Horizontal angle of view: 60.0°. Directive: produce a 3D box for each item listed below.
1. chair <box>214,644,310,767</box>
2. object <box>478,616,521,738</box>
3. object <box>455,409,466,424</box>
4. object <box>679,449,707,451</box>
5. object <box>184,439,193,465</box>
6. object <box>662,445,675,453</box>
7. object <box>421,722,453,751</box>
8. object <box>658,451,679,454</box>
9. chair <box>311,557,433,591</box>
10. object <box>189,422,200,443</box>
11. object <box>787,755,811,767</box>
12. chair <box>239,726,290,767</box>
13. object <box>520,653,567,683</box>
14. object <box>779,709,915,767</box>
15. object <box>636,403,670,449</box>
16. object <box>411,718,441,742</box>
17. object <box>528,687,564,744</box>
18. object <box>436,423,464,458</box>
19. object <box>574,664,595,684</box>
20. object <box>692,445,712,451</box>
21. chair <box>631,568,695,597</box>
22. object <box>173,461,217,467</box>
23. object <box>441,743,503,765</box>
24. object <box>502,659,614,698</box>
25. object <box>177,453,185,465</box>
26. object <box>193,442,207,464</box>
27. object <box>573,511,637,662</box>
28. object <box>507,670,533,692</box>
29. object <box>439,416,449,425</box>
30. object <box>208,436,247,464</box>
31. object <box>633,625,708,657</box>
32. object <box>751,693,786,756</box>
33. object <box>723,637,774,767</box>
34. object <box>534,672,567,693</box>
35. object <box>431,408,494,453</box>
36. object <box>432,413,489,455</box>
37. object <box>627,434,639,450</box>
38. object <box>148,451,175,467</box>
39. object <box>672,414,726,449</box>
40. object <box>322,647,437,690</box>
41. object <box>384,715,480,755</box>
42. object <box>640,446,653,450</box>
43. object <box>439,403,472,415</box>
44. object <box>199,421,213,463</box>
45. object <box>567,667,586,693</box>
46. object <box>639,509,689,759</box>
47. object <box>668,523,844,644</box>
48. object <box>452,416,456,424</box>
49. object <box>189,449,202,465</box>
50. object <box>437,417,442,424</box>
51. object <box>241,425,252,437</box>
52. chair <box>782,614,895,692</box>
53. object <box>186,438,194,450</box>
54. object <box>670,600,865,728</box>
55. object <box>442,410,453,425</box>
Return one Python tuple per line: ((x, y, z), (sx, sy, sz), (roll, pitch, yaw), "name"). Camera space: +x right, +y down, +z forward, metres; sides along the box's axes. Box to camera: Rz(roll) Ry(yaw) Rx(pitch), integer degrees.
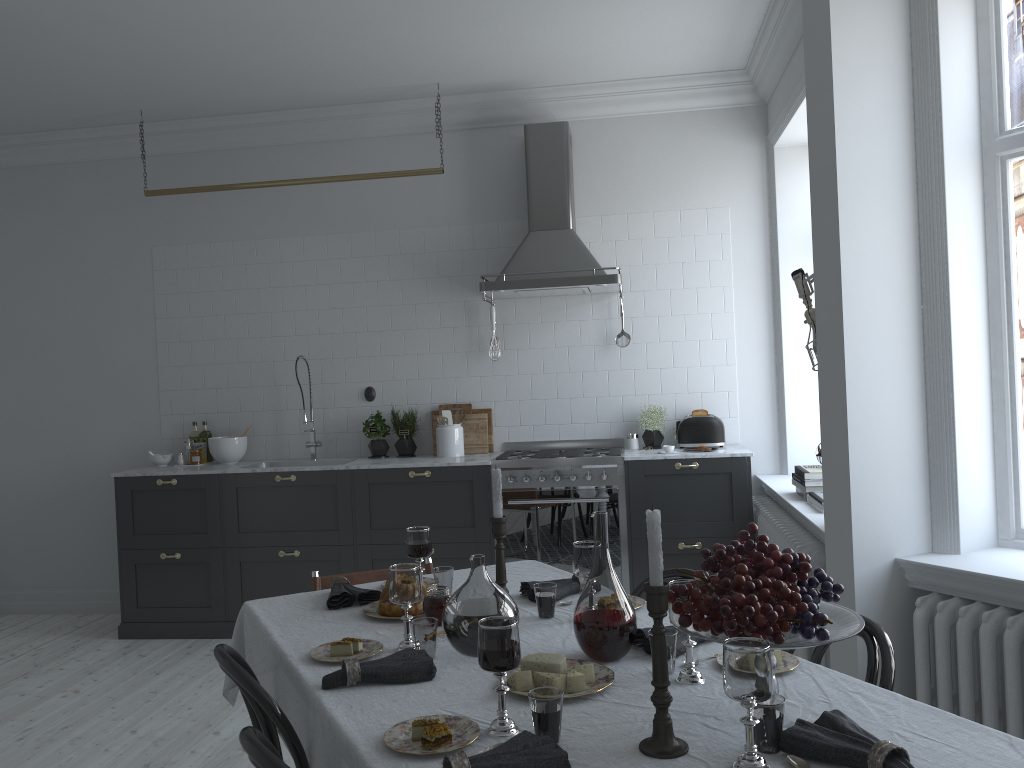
((-0.436, 1.074, 2.239), (0.564, 0.909, 0.463), (-3, 1, -29), "chair")
((-0.022, 0.565, 1.712), (0.083, 0.215, 0.083), (-3, 0, 12), "object")
((-0.360, 0.311, 5.709), (0.131, 0.296, 0.056), (-3, 0, -13), "object")
((1.080, 0.388, 5.228), (0.209, 0.008, 0.018), (-2, 1, 43), "object")
((-2.155, 0.453, 5.921), (0.059, 0.172, 0.059), (-2, 1, 39), "object")
((0.920, 0.384, 5.209), (0.072, 0.040, 0.070), (-3, 0, 0), "object")
((-0.141, 0.658, 1.660), (0.051, 0.039, 0.036), (-3, 1, -43), "object")
((0.922, 0.403, 5.209), (0.126, 0.008, 0.126), (-2, 1, 34), "object")
((-0.411, 1.101, 3.123), (0.546, 0.837, 0.593), (-3, 1, -21), "chair")
((-2.156, 0.397, 6.046), (0.066, 0.282, 0.066), (-3, 0, 3), "object")
((0.507, 0.643, 1.468), (0.031, 0.012, 0.131), (-3, 1, -30), "object")
((-0.213, 1.068, 1.713), (0.564, 0.909, 0.463), (-3, 1, -34), "chair")
((0.074, 0.638, 1.988), (0.100, 0.056, 0.056), (-2, 1, 25), "object")
((0.608, 0.615, 1.521), (0.165, 0.061, 0.247), (-3, 1, -43), "object")
((0.882, 0.264, 5.560), (0.210, 0.283, 0.220), (-2, 1, 20), "object")
((-0.164, 0.659, 1.694), (0.057, 0.037, 0.021), (-3, 0, -11), "object")
((0.065, 0.621, 1.649), (0.066, 0.094, 0.066), (-3, 0, -4), "object")
((-0.397, 0.360, 5.677), (0.174, 0.208, 0.174), (-3, 0, 3), "object")
((0.157, 0.639, 1.985), (0.039, 0.040, 0.077), (-3, 0, -13), "object")
((1.125, 0.380, 5.258), (0.119, 0.031, 0.074), (-2, 1, 40), "object")
((0.337, 1.035, 2.595), (0.564, 0.909, 0.463), (-3, 1, -29), "chair")
((-2.126, 0.535, 5.953), (0.180, 0.008, 0.272), (-3, 0, 8), "object")
((-0.065, 0.668, 1.603), (0.131, 0.012, 0.031), (-3, 1, -25), "object")
((0.101, 0.656, 1.960), (0.251, 0.018, 0.251), (-3, 0, 8), "object")
((-2.197, 0.500, 5.883), (0.046, 0.084, 0.046), (-3, 0, -6), "object")
((-2.106, 0.466, 5.985), (0.077, 0.141, 0.044), (-3, 0, 8), "object")
((0.219, 0.482, 2.124), (0.152, 0.352, 0.152), (-3, 1, -32), "object")
((0.016, 0.636, 1.929), (0.039, 0.040, 0.078), (-3, 1, -18), "object")
((-0.440, 0.331, 5.653), (0.054, 0.262, 0.149), (-3, 1, -17), "object")
((-1.890, 0.442, 5.908), (0.247, 0.175, 0.247), (-2, 1, 21), "object")
((0.406, 0.619, 2.216), (0.247, 0.061, 0.165), (-3, 1, -43), "object")
((0.452, 0.604, 1.572), (0.066, 0.094, 0.066), (-3, 0, -4), "object")
((0.402, 0.548, 1.505), (0.083, 0.215, 0.083), (-3, 0, 12), "object")
((0.074, 0.645, 1.905), (0.077, 0.040, 0.040), (-2, 1, 27), "object")
((-0.326, 0.314, 5.838), (0.400, 0.290, 0.030), (-3, 0, 8), "object")
((-0.336, 0.330, 5.783), (0.360, 0.261, 0.053), (-3, 0, 8), "object")
((0.763, 0.363, 5.591), (0.072, 0.095, 0.072), (-3, 1, -37), "object")
((-2.338, 0.495, 5.930), (0.159, 0.110, 0.172), (-3, 0, 3), "object")
((1.165, 0.290, 5.524), (0.326, 0.207, 0.219), (-3, 0, 13), "object")
((-0.289, 0.652, 2.023), (0.247, 0.061, 0.165), (-3, 1, -43), "object")
((-0.151, 0.671, 1.688), (0.182, 0.013, 0.182), (-2, 1, 23), "object")
((0.824, 0.400, 5.493), (0.091, 0.018, 0.062), (-3, 0, 5), "object")
((-0.367, 0.296, 5.811), (0.220, 0.330, 0.041), (-3, 0, 8), "object")
((-2.076, 0.394, 6.030), (0.089, 0.282, 0.082), (-3, 0, 8), "object")
((0.126, 0.644, 1.933), (0.040, 0.039, 0.077), (-3, 1, -23), "object")
((0.264, 0.443, 1.599), (0.089, 0.432, 0.089), (-2, 1, 30), "object")
((0.490, 0.388, 1.731), (0.347, 0.215, 0.318), (-3, 1, -30), "object")
((-0.367, 0.334, 5.713), (0.050, 0.247, 0.114), (-3, 1, -28), "object")
((-2.097, 0.487, 5.879), (0.078, 0.101, 0.078), (-2, 1, 36), "object")
((-0.430, 0.335, 5.675), (0.117, 0.251, 0.061), (-2, 1, 37), "object")
((-1.829, 0.400, 5.929), (0.209, 0.232, 0.042), (-3, 1, -42), "object")
((0.610, 1.027, 2.085), (0.564, 0.909, 0.463), (-3, 0, -14), "chair")
((-2.176, 0.454, 5.983), (0.059, 0.172, 0.059), (-2, 1, 39), "object")
((0.500, 0.553, 1.744), (0.367, 0.188, 0.367), (-3, 1, -41), "object")
((-0.399, 0.314, 5.686), (0.064, 0.290, 0.141), (-3, 1, -19), "object")
